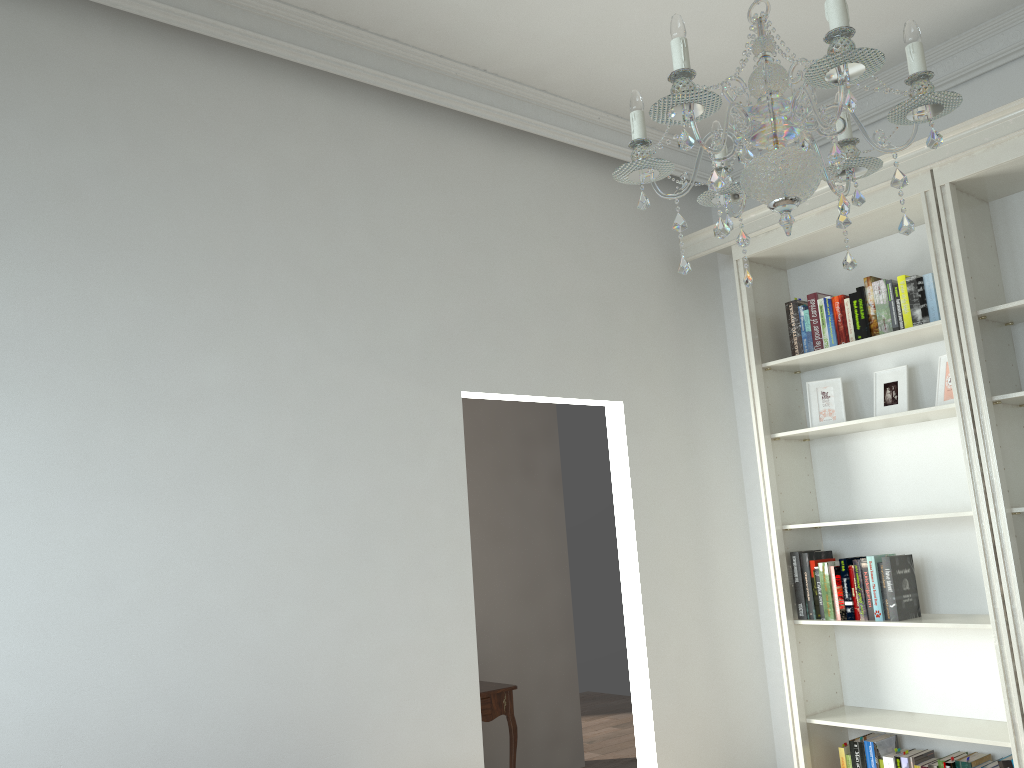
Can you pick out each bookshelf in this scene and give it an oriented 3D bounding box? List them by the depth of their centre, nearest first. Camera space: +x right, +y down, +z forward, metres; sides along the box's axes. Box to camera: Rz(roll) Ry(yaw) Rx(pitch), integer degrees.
[{"bbox_3d":[2.169,0.323,2.959,0.399,2.523,0.972,4,-13,-38],"label":"bookshelf"},{"bbox_3d":[1.574,0.505,3.705,0.399,2.523,0.972,4,-13,-38],"label":"bookshelf"}]

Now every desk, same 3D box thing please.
[{"bbox_3d":[-0.415,1.959,4.625,0.800,0.668,0.555,4,-13,-38],"label":"desk"}]

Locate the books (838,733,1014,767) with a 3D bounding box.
[{"bbox_3d":[1.702,1.579,3.520,0.207,0.302,0.762,4,-13,-37],"label":"books"}]

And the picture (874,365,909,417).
[{"bbox_3d":[1.635,0.043,3.811,0.094,0.228,0.153,4,-13,-38],"label":"picture"}]

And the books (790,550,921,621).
[{"bbox_3d":[1.462,0.851,3.789,0.205,0.291,0.465,4,-13,-38],"label":"books"}]

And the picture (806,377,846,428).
[{"bbox_3d":[1.413,0.090,3.984,0.153,0.228,0.094,-9,-12,26],"label":"picture"}]

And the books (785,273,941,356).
[{"bbox_3d":[1.561,-0.305,3.903,0.201,0.301,0.691,4,-13,-37],"label":"books"}]

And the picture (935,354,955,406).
[{"bbox_3d":[1.764,-0.017,3.543,0.094,0.228,0.153,-2,-11,-13],"label":"picture"}]

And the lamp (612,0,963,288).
[{"bbox_3d":[0.433,-1.485,1.890,0.648,2.542,0.577,-8,-11,21],"label":"lamp"}]
